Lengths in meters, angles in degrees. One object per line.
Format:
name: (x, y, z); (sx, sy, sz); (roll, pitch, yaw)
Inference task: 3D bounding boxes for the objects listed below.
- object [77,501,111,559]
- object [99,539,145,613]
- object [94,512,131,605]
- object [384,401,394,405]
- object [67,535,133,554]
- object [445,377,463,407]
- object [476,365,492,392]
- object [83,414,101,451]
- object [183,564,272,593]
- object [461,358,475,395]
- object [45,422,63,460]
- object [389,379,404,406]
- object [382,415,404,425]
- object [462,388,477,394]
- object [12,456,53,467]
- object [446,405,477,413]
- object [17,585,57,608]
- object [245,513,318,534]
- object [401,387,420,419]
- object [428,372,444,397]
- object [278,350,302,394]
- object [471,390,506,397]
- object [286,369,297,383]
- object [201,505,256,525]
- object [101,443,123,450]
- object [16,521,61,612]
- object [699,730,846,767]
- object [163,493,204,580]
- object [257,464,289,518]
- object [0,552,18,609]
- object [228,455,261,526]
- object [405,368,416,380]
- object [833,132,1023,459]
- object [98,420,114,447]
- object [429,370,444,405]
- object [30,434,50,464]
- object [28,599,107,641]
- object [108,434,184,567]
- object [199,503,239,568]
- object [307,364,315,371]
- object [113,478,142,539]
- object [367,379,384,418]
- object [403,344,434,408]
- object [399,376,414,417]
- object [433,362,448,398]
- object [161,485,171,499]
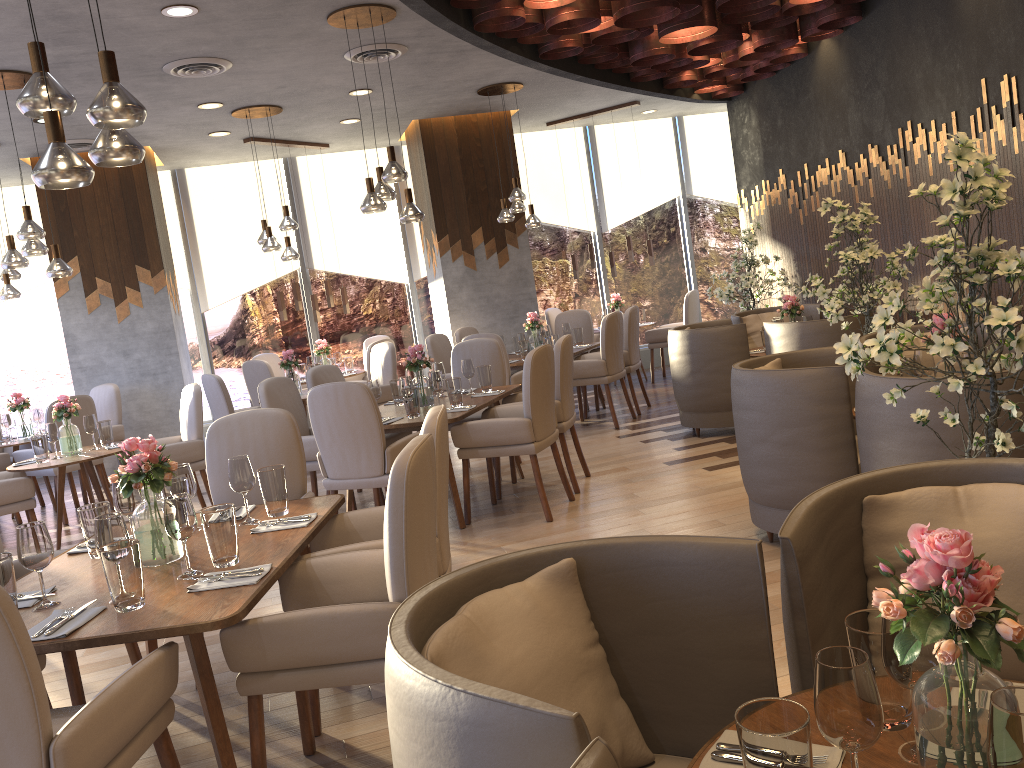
object: (-1.420, 0.503, 3.040); (0.102, 0.178, 0.102); (-8, 5, 8)
object: (-1.050, 0.522, 2.403); (0.102, 0.178, 0.102); (-10, 5, -19)
object: (-1.114, 0.488, 2.493); (0.092, 0.244, 0.092); (-8, 5, 7)
object: (-0.763, 0.117, 6.239); (0.255, 0.019, 0.158); (-6, 7, 19)
object: (-1.455, 0.570, 3.207); (0.255, 0.019, 0.158); (-8, 7, 2)
object: (-0.360, 0.053, 5.582); (0.102, 0.178, 0.102); (-5, 6, 36)
object: (-0.187, -0.036, 6.125); (0.102, 0.178, 0.102); (-10, 5, -14)
object: (-2.909, 0.334, 6.142); (0.092, 0.244, 0.092); (-4, 6, 40)
object: (-0.829, 0.554, 2.544); (0.255, 0.019, 0.158); (-8, 7, 3)
object: (-0.295, -0.049, 6.090); (0.092, 0.244, 0.092); (-11, 6, -28)
object: (-3.076, 0.381, 5.950); (0.092, 0.244, 0.092); (-11, 6, -28)
object: (-0.776, 0.058, 6.067); (0.102, 0.178, 0.102); (-5, 6, 35)
object: (-0.758, 0.217, 5.368); (0.157, 0.019, 0.256); (-6, 7, 21)
object: (-0.357, 0.052, 6.282); (0.157, 0.019, 0.256); (-6, 7, 17)
object: (-3.223, 0.515, 5.968); (0.256, 0.019, 0.157); (-12, 8, -31)
object: (-0.354, 0.151, 5.423); (0.255, 0.019, 0.158); (-6, 7, 20)
object: (-1.469, 0.638, 2.636); (0.255, 0.019, 0.158); (-8, 7, 2)
object: (-0.821, 0.487, 3.115); (0.255, 0.019, 0.158); (-8, 7, 3)
object: (-0.605, 0.116, 5.351); (0.102, 0.178, 0.102); (-6, 6, 27)
object: (-0.533, -0.002, 6.273); (0.102, 0.178, 0.102); (-5, 6, 33)
object: (-2.011, -0.106, 8.055); (0.210, 0.414, 0.198); (-5, 6, 33)
object: (-0.181, 0.063, 5.965); (0.255, 0.019, 0.158); (-6, 7, 20)
object: (-1.956, -0.008, 7.886); (0.092, 0.244, 0.092); (-10, 5, -20)
object: (-1.081, 0.496, 3.368); (0.157, 0.019, 0.256); (-8, 7, 0)
object: (-2.728, 0.422, 6.138); (0.256, 0.019, 0.157); (-12, 7, -29)
object: (-1.351, 0.519, 2.530); (0.092, 0.244, 0.092); (-11, 5, -23)
object: (0.434, 0.604, 1.415); (0.254, 0.019, 0.158); (-4, 8, 34)
object: (-0.977, 0.451, 2.635); (0.092, 0.244, 0.092); (-3, 7, 45)
object: (-0.875, 0.396, 3.270); (0.102, 0.178, 0.102); (-13, 7, -40)
object: (-1.434, 0.571, 2.470); (0.102, 0.178, 0.102); (-8, 5, 8)
object: (-0.969, 0.384, 3.206); (0.092, 0.244, 0.092); (-8, 5, 6)
object: (-0.679, 0.007, 6.098); (0.092, 0.244, 0.092); (-5, 6, 38)
object: (1.393, 0.087, 2.577); (0.791, 1.612, 0.746); (-12, 6, -37)
object: (-2.862, 0.349, 6.245); (0.102, 0.178, 0.102); (-8, 5, 6)
object: (-0.468, 0.039, 5.548); (0.092, 0.244, 0.092); (-10, 5, -22)
object: (-3.110, 0.431, 5.851); (0.102, 0.178, 0.102); (-6, 6, 25)
object: (-1.198, 0.628, 2.372); (0.157, 0.019, 0.256); (-8, 7, 4)
object: (-1.167, 0.370, 2.864); (0.210, 0.414, 0.198); (-9, 5, -2)
object: (-0.883, 0.463, 2.698); (0.102, 0.178, 0.102); (-7, 5, 19)
object: (-1.821, -0.053, 8.102); (0.092, 0.244, 0.092); (-5, 6, 31)
object: (-1.337, 0.451, 3.100); (0.092, 0.244, 0.092); (-6, 5, 21)
object: (-0.857, 0.096, 5.558); (0.092, 0.244, 0.092); (-9, 5, -1)
object: (-0.608, -0.054, 5.818); (0.210, 0.414, 0.198); (-5, 6, 33)
object: (-0.640, 0.076, 5.453); (0.092, 0.244, 0.092); (-8, 5, 1)
object: (-0.499, -0.028, 6.168); (0.092, 0.244, 0.092); (-4, 7, 42)
object: (-1.249, 0.447, 3.310); (0.102, 0.178, 0.102); (-8, 5, 6)
